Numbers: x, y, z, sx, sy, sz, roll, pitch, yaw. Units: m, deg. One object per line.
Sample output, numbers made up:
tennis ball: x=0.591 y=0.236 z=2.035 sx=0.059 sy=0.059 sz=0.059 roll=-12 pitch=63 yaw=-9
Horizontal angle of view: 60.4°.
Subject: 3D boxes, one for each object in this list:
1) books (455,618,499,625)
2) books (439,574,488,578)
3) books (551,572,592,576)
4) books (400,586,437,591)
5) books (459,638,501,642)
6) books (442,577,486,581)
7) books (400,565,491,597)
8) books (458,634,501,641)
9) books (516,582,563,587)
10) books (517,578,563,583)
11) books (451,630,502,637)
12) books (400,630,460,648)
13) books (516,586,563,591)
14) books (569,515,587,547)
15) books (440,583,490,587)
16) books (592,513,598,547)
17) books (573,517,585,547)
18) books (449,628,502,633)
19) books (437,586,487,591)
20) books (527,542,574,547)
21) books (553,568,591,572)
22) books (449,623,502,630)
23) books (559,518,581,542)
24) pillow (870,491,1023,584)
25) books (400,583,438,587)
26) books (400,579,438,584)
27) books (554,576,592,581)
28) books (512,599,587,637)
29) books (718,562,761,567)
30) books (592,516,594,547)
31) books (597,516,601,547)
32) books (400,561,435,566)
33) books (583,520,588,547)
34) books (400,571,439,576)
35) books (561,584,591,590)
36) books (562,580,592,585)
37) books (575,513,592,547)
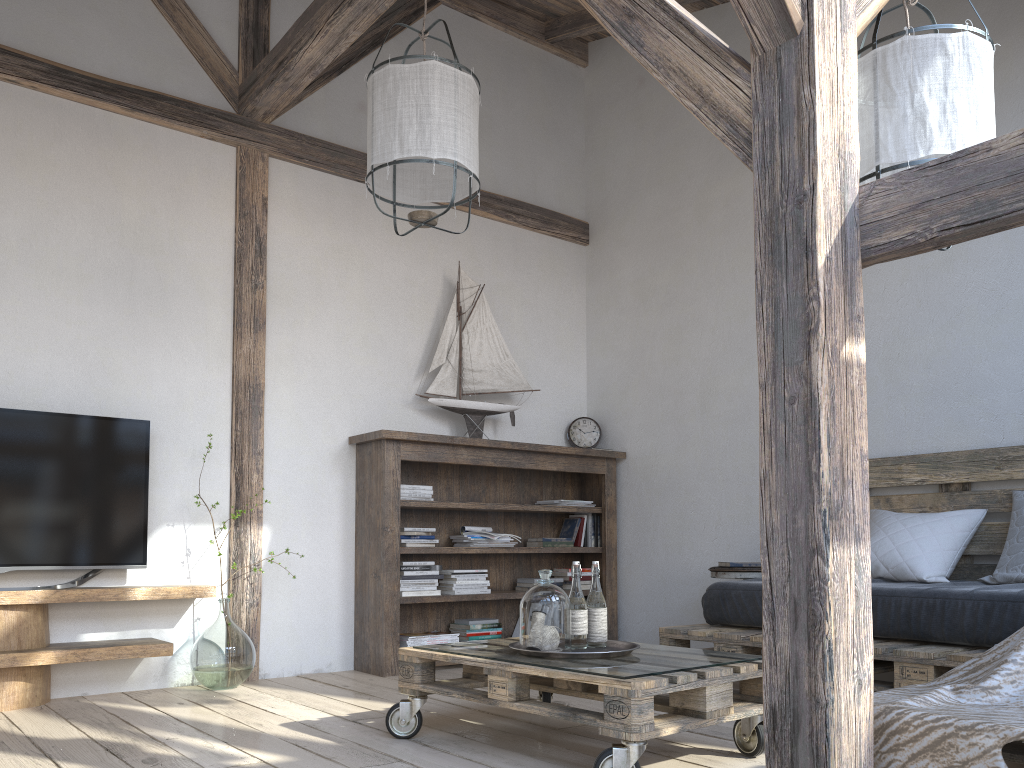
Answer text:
books: x=-0.188 y=1.268 z=4.706 sx=0.200 sy=0.021 sz=0.134 roll=8 pitch=-13 yaw=-38
books: x=-0.263 y=1.015 z=4.663 sx=0.220 sy=0.017 sz=0.159 roll=7 pitch=-13 yaw=-32
books: x=0.362 y=1.105 z=5.125 sx=0.220 sy=0.021 sz=0.159 roll=7 pitch=-13 yaw=-33
books: x=-0.515 y=1.032 z=4.447 sx=0.220 sy=0.021 sz=0.159 roll=8 pitch=-13 yaw=-37
books: x=-0.194 y=1.373 z=4.681 sx=0.224 sy=0.038 sz=0.175 roll=8 pitch=-13 yaw=-37
books: x=-0.253 y=1.027 z=4.635 sx=0.186 sy=0.018 sz=0.141 roll=8 pitch=-13 yaw=-37
books: x=-0.388 y=1.013 z=4.555 sx=0.552 sy=0.150 sz=0.208 roll=8 pitch=-11 yaw=-38
books: x=-0.192 y=1.344 z=4.683 sx=0.226 sy=0.021 sz=0.159 roll=9 pitch=-14 yaw=-41
books: x=0.156 y=1.133 z=4.974 sx=0.212 sy=0.022 sz=0.161 roll=8 pitch=-13 yaw=-37
books: x=0.158 y=1.111 z=4.976 sx=0.229 sy=0.024 sz=0.153 roll=9 pitch=-14 yaw=-41
books: x=-0.192 y=1.323 z=4.684 sx=0.226 sy=0.021 sz=0.159 roll=8 pitch=-13 yaw=-37
books: x=-0.454 y=1.308 z=4.466 sx=0.318 sy=0.087 sz=0.240 roll=8 pitch=-13 yaw=-37
books: x=0.151 y=1.155 z=4.966 sx=0.229 sy=0.024 sz=0.153 roll=6 pitch=-12 yaw=-28
books: x=0.377 y=0.864 z=5.177 sx=0.050 sy=0.189 sz=0.140 roll=3 pitch=-7 yaw=-38
books: x=-0.250 y=1.058 z=4.641 sx=0.220 sy=0.017 sz=0.159 roll=7 pitch=-13 yaw=-32
books: x=0.458 y=0.870 z=5.226 sx=0.021 sy=0.198 sz=0.137 roll=3 pitch=-6 yaw=-38
books: x=0.360 y=0.869 z=5.157 sx=0.059 sy=0.174 sz=0.140 roll=3 pitch=-7 yaw=-39
books: x=-0.193 y=1.309 z=4.701 sx=0.231 sy=0.013 sz=0.175 roll=7 pitch=-13 yaw=-34
books: x=-0.264 y=1.073 z=4.630 sx=0.220 sy=0.017 sz=0.158 roll=8 pitch=-13 yaw=-37
books: x=0.217 y=0.919 z=5.042 sx=0.220 sy=0.030 sz=0.163 roll=7 pitch=-13 yaw=-34
books: x=0.363 y=1.090 z=5.153 sx=0.203 sy=0.019 sz=0.144 roll=8 pitch=-13 yaw=-37
books: x=-0.195 y=1.290 z=4.703 sx=0.222 sy=0.025 sz=0.176 roll=10 pitch=-14 yaw=-42
books: x=0.332 y=0.868 z=5.140 sx=0.082 sy=0.170 sz=0.132 roll=4 pitch=-7 yaw=-37
pillow: x=1.775 y=0.578 z=3.347 sx=0.352 sy=0.350 sz=1.140 roll=5 pitch=-11 yaw=-37
books: x=-0.508 y=1.013 z=4.448 sx=0.220 sy=0.017 sz=0.158 roll=8 pitch=-13 yaw=-37
books: x=-0.507 y=0.992 z=4.431 sx=0.220 sy=0.017 sz=0.159 roll=7 pitch=-13 yaw=-32
books: x=0.372 y=1.129 z=5.124 sx=0.203 sy=0.026 sz=0.163 roll=6 pitch=-12 yaw=-29
books: x=0.218 y=1.332 z=5.010 sx=0.413 sy=0.246 sz=0.203 roll=7 pitch=-9 yaw=-37
books: x=1.110 y=0.862 z=4.208 sx=0.204 sy=0.021 sz=0.152 roll=2 pitch=-11 yaw=-9
books: x=0.437 y=0.876 z=5.220 sx=0.020 sy=0.183 sz=0.140 roll=3 pitch=-7 yaw=-37
books: x=0.475 y=0.881 z=5.250 sx=0.020 sy=0.183 sz=0.140 roll=3 pitch=-7 yaw=-37
books: x=-0.506 y=0.905 z=4.439 sx=0.186 sy=0.018 sz=0.141 roll=8 pitch=-13 yaw=-37
books: x=0.401 y=0.879 z=5.198 sx=0.018 sy=0.170 sz=0.118 roll=3 pitch=-6 yaw=-38
books: x=-0.503 y=0.954 z=4.444 sx=0.220 sy=0.021 sz=0.159 roll=10 pitch=-14 yaw=-42
books: x=0.369 y=1.178 z=5.117 sx=0.163 sy=0.030 sz=0.220 roll=10 pitch=-15 yaw=-44
books: x=0.360 y=1.152 z=5.120 sx=0.206 sy=0.021 sz=0.151 roll=-9 pitch=-14 yaw=41
books: x=0.422 y=0.866 z=5.208 sx=0.021 sy=0.199 sz=0.136 roll=3 pitch=-6 yaw=-38
